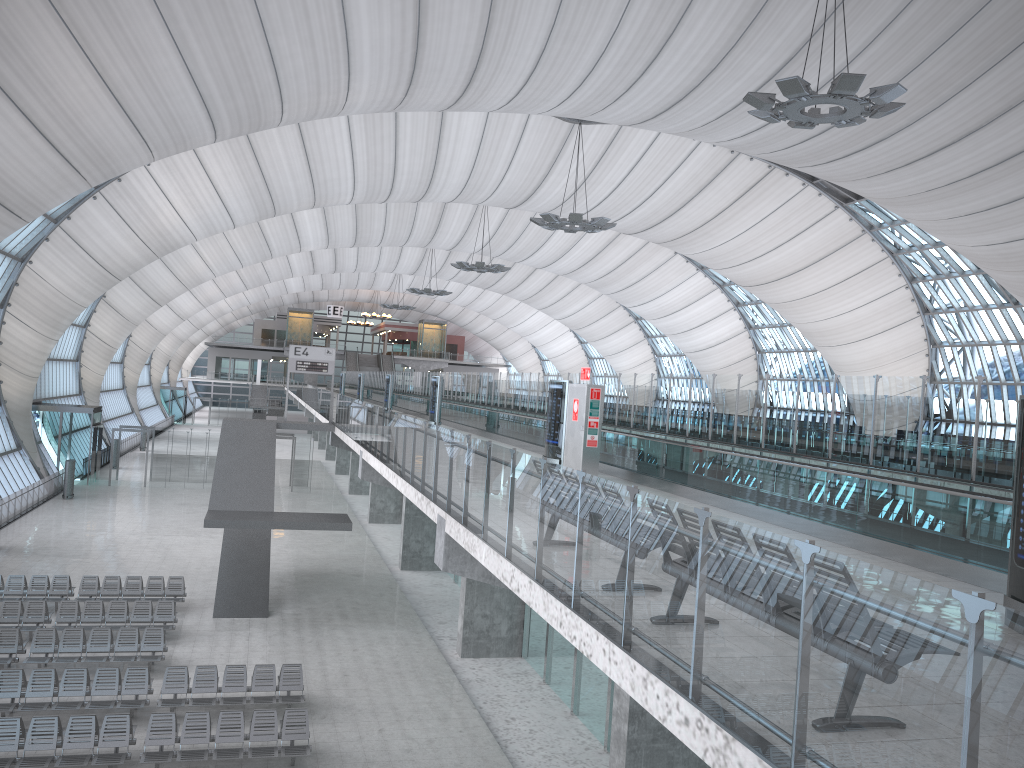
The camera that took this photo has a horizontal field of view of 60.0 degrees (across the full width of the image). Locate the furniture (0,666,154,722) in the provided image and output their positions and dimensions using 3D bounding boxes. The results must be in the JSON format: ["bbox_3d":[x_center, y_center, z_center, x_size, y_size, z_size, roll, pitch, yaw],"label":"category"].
[{"bbox_3d":[-8.148,5.741,16.494,2.705,0.913,1.572,4,0,-16],"label":"furniture"}]

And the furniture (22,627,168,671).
[{"bbox_3d":[-8.868,5.702,19.066,2.705,0.913,1.572,4,0,-16],"label":"furniture"}]

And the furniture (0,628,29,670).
[{"bbox_3d":[-11.601,5.511,18.298,2.705,0.913,1.572,4,0,-16],"label":"furniture"}]

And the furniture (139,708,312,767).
[{"bbox_3d":[-4.768,5.967,14.950,2.705,0.913,1.572,4,0,-16],"label":"furniture"}]

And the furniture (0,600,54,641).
[{"bbox_3d":[-12.234,5.477,20.560,2.705,0.913,1.572,4,0,-16],"label":"furniture"}]

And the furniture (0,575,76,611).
[{"bbox_3d":[-12.946,5.438,23.103,2.705,0.913,1.572,4,0,-16],"label":"furniture"}]

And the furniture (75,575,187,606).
[{"bbox_3d":[-10.212,5.629,23.871,2.705,0.913,1.572,4,0,-16],"label":"furniture"}]

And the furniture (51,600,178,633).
[{"bbox_3d":[-9.501,5.667,21.328,2.705,0.913,1.572,4,0,-16],"label":"furniture"}]

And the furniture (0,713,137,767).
[{"bbox_3d":[-7.501,5.776,14.182,2.705,0.913,1.572,4,0,-16],"label":"furniture"}]

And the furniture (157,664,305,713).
[{"bbox_3d":[-5.415,5.931,17.262,2.705,0.913,1.572,4,0,-16],"label":"furniture"}]

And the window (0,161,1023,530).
[{"bbox_3d":[-7.430,-3.411,76.549,50.537,20.004,167.818,4,0,-16],"label":"window"}]
